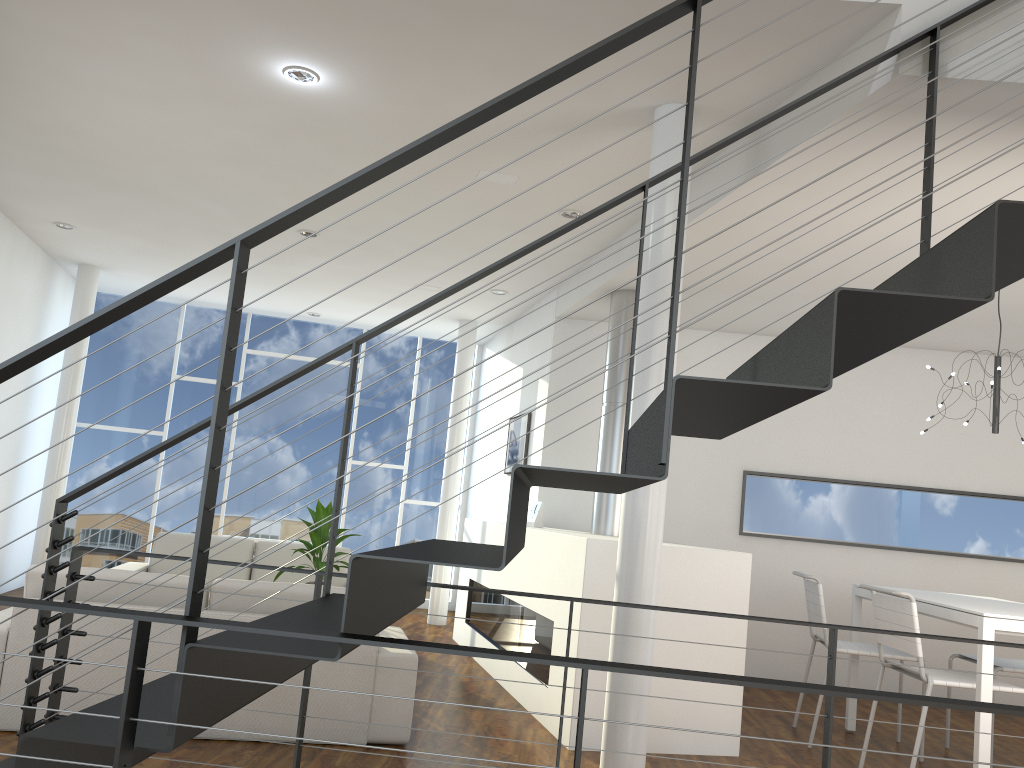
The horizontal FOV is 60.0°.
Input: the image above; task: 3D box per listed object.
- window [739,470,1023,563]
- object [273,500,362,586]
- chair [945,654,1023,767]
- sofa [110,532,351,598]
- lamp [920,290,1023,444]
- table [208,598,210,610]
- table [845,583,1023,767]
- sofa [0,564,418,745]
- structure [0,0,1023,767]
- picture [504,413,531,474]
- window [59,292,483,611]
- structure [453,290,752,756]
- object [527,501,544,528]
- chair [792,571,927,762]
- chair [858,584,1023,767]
[{"bbox_3d":[2.454,0.849,5.599,2.024,0.406,0.166,5,-7,3],"label":"window"},{"bbox_3d":[-0.996,0.917,4.702,0.432,0.599,0.458,9,-8,-27],"label":"object"},{"bbox_3d":[2.406,1.379,4.141,0.555,0.762,0.429,6,-7,-2],"label":"chair"},{"bbox_3d":[-1.693,1.289,5.667,1.611,0.564,0.804,7,-8,-11],"label":"sofa"},{"bbox_3d":[2.198,-0.128,4.001,0.618,0.724,0.592,2,-8,25],"label":"lamp"},{"bbox_3d":[-1.507,1.299,4.592,1.609,0.283,0.663,7,-8,-11],"label":"table"},{"bbox_3d":[2.019,1.301,3.774,0.700,0.718,1.405,5,-8,4],"label":"table"},{"bbox_3d":[-1.220,1.038,3.591,1.611,0.564,0.804,7,-8,-12],"label":"sofa"},{"bbox_3d":[0.678,0.779,1.796,4.361,6.278,1.097,5,-7,3],"label":"structure"},{"bbox_3d":[0.037,0.431,6.325,0.020,0.414,0.576,7,-8,-12],"label":"picture"},{"bbox_3d":[-1.880,-0.943,7.860,3.417,5.617,0.090,7,-7,-13],"label":"window"},{"bbox_3d":[0.375,0.592,5.088,0.751,2.199,2.757,7,-8,-13],"label":"structure"},{"bbox_3d":[0.139,0.758,5.164,0.061,0.151,0.100,9,-8,-26],"label":"object"},{"bbox_3d":[1.620,1.311,4.208,0.555,0.762,0.429,5,-7,9],"label":"chair"},{"bbox_3d":[1.700,1.220,3.521,0.555,0.762,0.429,6,-7,0],"label":"chair"}]
